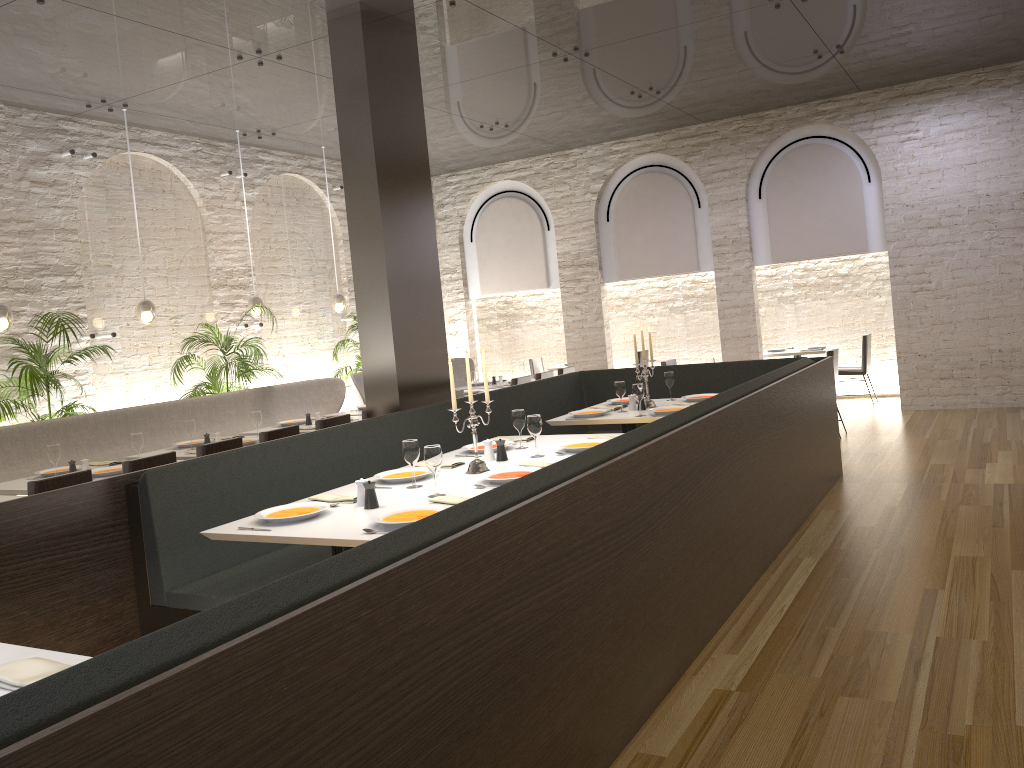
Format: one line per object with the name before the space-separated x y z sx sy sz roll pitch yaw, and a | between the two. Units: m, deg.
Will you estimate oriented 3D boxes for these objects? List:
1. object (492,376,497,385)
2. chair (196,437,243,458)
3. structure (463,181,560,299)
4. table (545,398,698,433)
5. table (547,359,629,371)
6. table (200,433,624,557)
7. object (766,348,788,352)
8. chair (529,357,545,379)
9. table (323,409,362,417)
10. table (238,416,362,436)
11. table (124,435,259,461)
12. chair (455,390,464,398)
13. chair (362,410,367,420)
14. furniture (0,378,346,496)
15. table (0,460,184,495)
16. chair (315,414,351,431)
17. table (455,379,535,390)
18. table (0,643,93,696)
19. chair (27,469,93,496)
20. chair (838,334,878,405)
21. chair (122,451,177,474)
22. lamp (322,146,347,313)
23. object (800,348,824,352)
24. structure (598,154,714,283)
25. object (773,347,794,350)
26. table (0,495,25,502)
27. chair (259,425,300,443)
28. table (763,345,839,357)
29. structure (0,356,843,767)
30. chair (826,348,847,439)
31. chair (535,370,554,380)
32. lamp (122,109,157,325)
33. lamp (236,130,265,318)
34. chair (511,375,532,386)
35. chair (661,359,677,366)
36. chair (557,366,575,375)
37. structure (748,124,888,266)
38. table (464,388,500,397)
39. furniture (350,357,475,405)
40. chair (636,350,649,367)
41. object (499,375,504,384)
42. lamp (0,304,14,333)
object | -0.222 -0.047 10.962 0.059 0.109 0.059 -7 2 -25
chair | -2.126 0.844 6.089 0.565 0.905 0.413 -4 2 29
structure | -0.034 -2.188 13.249 1.631 1.673 0.098 -4 2 29
table | 1.047 0.561 6.807 1.099 0.759 1.192 -4 4 29
table | 1.204 0.070 13.560 0.935 0.759 1.013 -4 4 29
table | -0.187 0.837 4.575 1.099 0.759 2.546 -4 4 29
object | 3.629 -0.462 12.170 0.322 0.036 0.322 -7 4 -26
chair | 0.621 0.031 13.874 0.565 0.905 0.413 -4 2 29
table | -1.206 0.619 9.062 0.935 0.759 1.013 -4 4 29
table | -1.746 0.739 8.086 0.935 0.759 1.013 -4 4 29
table | -2.311 0.866 7.064 0.935 0.759 1.013 -4 4 29
chair | -0.740 0.534 8.596 0.565 0.905 0.413 -4 2 29
chair | -1.294 0.658 7.595 0.565 0.905 0.413 -4 2 29
furniture | -2.782 0.691 7.792 0.708 1.096 4.489 -4 4 29
table | -2.872 0.991 6.050 0.935 0.759 1.013 -4 4 29
chair | -1.569 0.719 7.098 0.565 0.905 0.413 -4 2 29
table | -0.123 0.376 11.021 0.935 0.759 1.013 -4 4 29
table | -1.965 1.235 1.358 1.099 0.759 2.546 -4 4 29
chair | -2.684 0.969 5.081 0.565 0.905 0.413 -4 2 29
chair | 4.475 -0.187 11.717 0.565 0.905 0.413 -4 2 29
chair | -2.397 0.905 5.600 0.565 0.905 0.413 -4 2 29
lamp | -2.205 -1.880 10.841 0.177 2.038 0.178 -5 2 8
object | 3.922 -0.443 11.593 0.272 0.033 0.143 -3 4 29
structure | 1.934 -2.299 12.148 1.631 1.673 0.098 -4 2 29
object | 3.810 -0.493 12.460 0.272 0.033 0.143 -3 4 29
table | -3.433 1.117 5.034 0.935 0.759 1.013 -4 4 29
chair | -1.854 0.783 6.582 0.565 0.905 0.413 -4 2 29
table | 3.904 -0.083 12.049 0.935 0.759 1.013 -4 4 29
structure | -0.941 0.887 3.187 2.369 0.999 10.780 -3 4 29
chair | 3.177 0.103 9.368 0.565 0.905 0.413 -4 2 29
chair | 0.211 0.321 10.316 0.565 0.905 0.413 -4 2 29
lamp | -3.558 -1.578 8.394 0.177 2.038 0.178 -5 2 14
lamp | -2.874 -1.731 9.630 0.177 2.038 0.178 -5 2 8
chair | -0.060 0.382 9.826 0.565 0.905 0.413 -4 2 29
chair | 2.035 0.168 10.007 0.565 0.905 0.413 -4 2 29
chair | 0.489 0.259 10.820 0.565 0.905 0.413 -4 2 29
structure | 3.779 -2.403 11.115 1.631 1.673 0.098 -4 2 29
table | -0.673 0.500 10.025 0.935 0.759 1.013 -4 4 29
furniture | -1.007 0.294 11.002 0.706 1.096 2.592 -4 4 29
chair | 1.763 -0.034 13.235 0.565 0.905 0.413 -4 2 29
object | -0.139 -0.055 10.968 0.059 0.109 0.059 -7 2 -25
lamp | -4.235 -1.426 7.169 0.178 2.038 0.177 -7 2 -40
